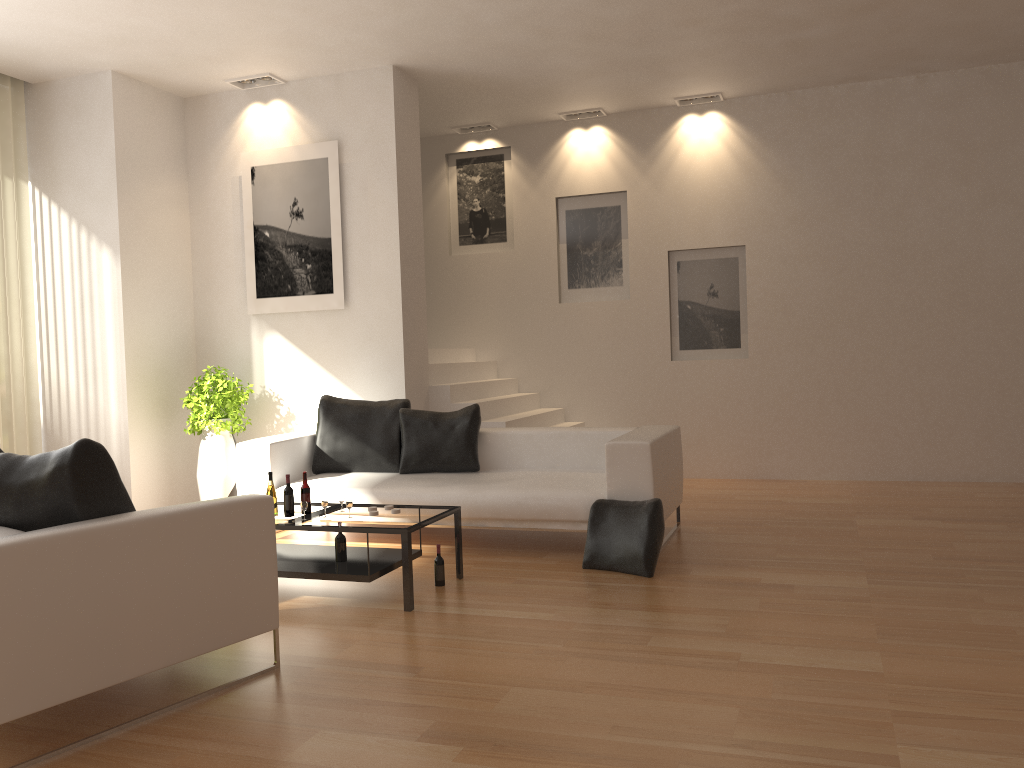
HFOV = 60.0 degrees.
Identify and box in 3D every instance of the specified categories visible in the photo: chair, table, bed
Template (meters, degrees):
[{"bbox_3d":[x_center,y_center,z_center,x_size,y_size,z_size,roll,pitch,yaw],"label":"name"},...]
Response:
[{"bbox_3d":[-1.997,0.871,3.773,1.671,0.761,1.262,-1,2,35],"label":"chair"},{"bbox_3d":[-1.147,0.981,5.147,1.566,0.460,0.709,-1,2,19],"label":"table"},{"bbox_3d":[-0.384,0.734,6.501,3.075,0.761,1.262,-1,2,19],"label":"bed"}]

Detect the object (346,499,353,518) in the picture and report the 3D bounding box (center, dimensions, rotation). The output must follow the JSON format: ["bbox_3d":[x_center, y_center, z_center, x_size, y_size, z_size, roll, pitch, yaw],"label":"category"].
[{"bbox_3d":[-0.908,0.697,4.953,0.039,0.101,0.039,-3,2,-23],"label":"object"}]

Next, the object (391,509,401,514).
[{"bbox_3d":[-0.656,0.719,5.008,0.052,0.021,0.052,-2,2,-3],"label":"object"}]

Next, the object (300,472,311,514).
[{"bbox_3d":[-1.199,0.634,5.148,0.057,0.248,0.057,-1,2,37],"label":"object"}]

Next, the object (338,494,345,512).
[{"bbox_3d":[-0.992,0.694,5.167,0.039,0.101,0.039,-3,2,-23],"label":"object"}]

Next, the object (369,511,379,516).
[{"bbox_3d":[-0.773,0.724,4.966,0.052,0.021,0.052,-1,2,42],"label":"object"}]

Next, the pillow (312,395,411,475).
[{"bbox_3d":[-1.164,0.411,6.915,0.755,0.666,0.346,-2,2,5],"label":"pillow"}]

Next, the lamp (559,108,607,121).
[{"bbox_3d":[0.723,-2.831,9.073,0.446,0.166,0.243,-1,2,19],"label":"lamp"}]

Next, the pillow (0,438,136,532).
[{"bbox_3d":[-1.697,0.534,3.377,0.506,0.666,0.324,-2,2,10],"label":"pillow"}]

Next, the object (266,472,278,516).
[{"bbox_3d":[-1.387,0.636,5.110,0.068,0.257,0.067,-1,2,38],"label":"object"}]

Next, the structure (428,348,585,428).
[{"bbox_3d":[-1.166,0.360,9.037,4.625,1.403,1.839,-1,2,19],"label":"structure"}]

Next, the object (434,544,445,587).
[{"bbox_3d":[-0.416,1.039,5.071,0.059,0.244,0.059,-2,2,-4],"label":"object"}]

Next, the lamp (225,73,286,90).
[{"bbox_3d":[-2.220,-2.686,7.663,0.446,0.166,0.243,-1,2,19],"label":"lamp"}]

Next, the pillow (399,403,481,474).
[{"bbox_3d":[-0.544,0.420,6.720,0.628,0.524,0.270,-2,2,3],"label":"pillow"}]

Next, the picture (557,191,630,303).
[{"bbox_3d":[0.856,-1.422,9.294,0.802,1.155,0.005,-1,2,19],"label":"picture"}]

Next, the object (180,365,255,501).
[{"bbox_3d":[-2.522,0.496,7.650,0.570,1.324,0.631,-1,2,34],"label":"object"}]

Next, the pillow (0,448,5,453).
[{"bbox_3d":[-2.485,0.536,4.024,0.291,0.598,0.660,-2,2,9],"label":"pillow"}]

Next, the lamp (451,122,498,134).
[{"bbox_3d":[-0.400,-2.803,9.469,0.446,0.166,0.243,-1,2,19],"label":"lamp"}]

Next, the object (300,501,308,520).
[{"bbox_3d":[-1.158,0.706,4.943,0.039,0.101,0.039,-3,2,-28],"label":"object"}]

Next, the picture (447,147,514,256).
[{"bbox_3d":[-0.340,-1.989,9.692,0.802,1.155,0.005,-1,2,19],"label":"picture"}]

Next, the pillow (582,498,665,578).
[{"bbox_3d":[0.688,0.916,5.340,0.503,0.457,0.340,-1,2,38],"label":"pillow"}]

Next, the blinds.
[{"bbox_3d":[-4.344,-0.721,6.916,0.143,3.861,1.409,-2,2,16],"label":"blinds"}]

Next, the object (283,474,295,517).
[{"bbox_3d":[-1.279,0.640,5.079,0.059,0.244,0.059,-1,2,20],"label":"object"}]

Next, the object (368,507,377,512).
[{"bbox_3d":[-0.804,0.721,5.110,0.052,0.021,0.052,-2,2,-3],"label":"object"}]

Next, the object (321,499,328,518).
[{"bbox_3d":[-1.054,0.701,4.999,0.039,0.101,0.039,-3,2,-23],"label":"object"}]

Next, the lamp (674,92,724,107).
[{"bbox_3d":[1.829,-2.859,8.682,0.446,0.166,0.243,-1,2,19],"label":"lamp"}]

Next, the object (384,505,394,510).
[{"bbox_3d":[-0.712,0.717,5.139,0.052,0.021,0.052,-2,2,-3],"label":"object"}]

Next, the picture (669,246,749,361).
[{"bbox_3d":[1.977,-0.800,8.925,0.802,1.155,0.005,-1,2,19],"label":"picture"}]

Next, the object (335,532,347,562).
[{"bbox_3d":[-0.974,0.903,5.041,0.065,0.217,0.065,-2,2,2],"label":"object"}]

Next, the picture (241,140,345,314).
[{"bbox_3d":[-1.917,-1.346,7.718,0.979,1.431,0.004,-1,2,19],"label":"picture"}]
